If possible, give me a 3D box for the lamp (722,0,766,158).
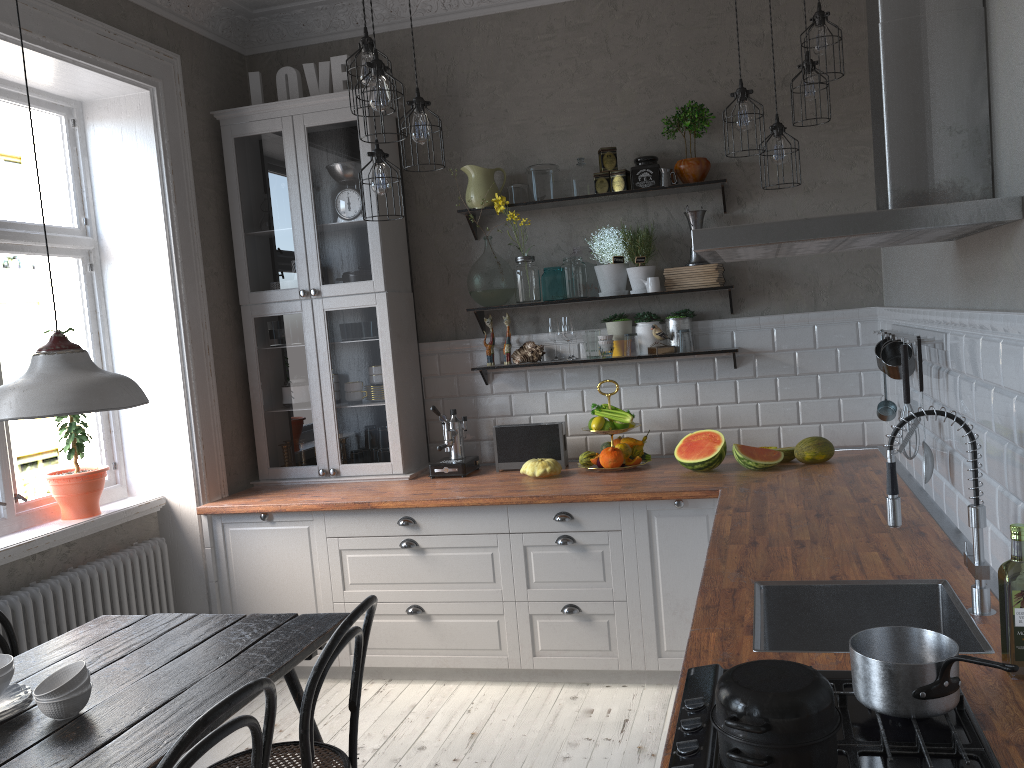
[{"bbox_3d":[0.823,-1.744,3.338,0.150,1.735,0.143,-9,6,-43],"label":"lamp"}]

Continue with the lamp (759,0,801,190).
[{"bbox_3d":[0.993,-1.643,3.446,0.148,1.735,0.145,-6,4,-13],"label":"lamp"}]

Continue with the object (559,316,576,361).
[{"bbox_3d":[0.277,-0.223,4.350,0.082,0.217,0.082,-5,4,1],"label":"object"}]

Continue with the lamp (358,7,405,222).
[{"bbox_3d":[-0.539,-1.462,3.155,0.148,1.735,0.145,-6,4,-18],"label":"lamp"}]

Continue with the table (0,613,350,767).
[{"bbox_3d":[-1.157,1.188,1.967,0.895,0.735,1.939,-4,4,16],"label":"table"}]

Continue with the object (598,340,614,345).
[{"bbox_3d":[0.458,-0.186,4.299,0.076,0.051,0.079,-2,5,34],"label":"object"}]

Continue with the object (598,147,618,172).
[{"bbox_3d":[0.463,-1.077,4.270,0.083,0.113,0.082,-5,4,-5],"label":"object"}]

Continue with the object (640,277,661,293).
[{"bbox_3d":[0.674,-0.473,4.226,0.104,0.071,0.064,-1,6,45],"label":"object"}]

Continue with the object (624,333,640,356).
[{"bbox_3d":[0.584,-0.192,4.325,0.077,0.108,0.078,-4,4,8],"label":"object"}]

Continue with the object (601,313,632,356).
[{"bbox_3d":[0.522,-0.248,4.409,0.157,0.217,0.155,-5,4,-5],"label":"object"}]

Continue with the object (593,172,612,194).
[{"bbox_3d":[0.443,-0.965,4.298,0.082,0.113,0.083,-4,4,15],"label":"object"}]

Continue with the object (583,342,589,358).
[{"bbox_3d":[0.397,-0.172,4.438,0.076,0.083,0.079,-2,5,33],"label":"object"}]

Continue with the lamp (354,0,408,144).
[{"bbox_3d":[-0.487,-1.652,2.793,0.149,1.735,0.144,-7,5,-28],"label":"lamp"}]

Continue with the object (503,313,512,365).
[{"bbox_3d":[-0.019,-0.229,4.502,0.063,0.264,0.052,-8,5,-39],"label":"object"}]

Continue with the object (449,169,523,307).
[{"bbox_3d":[-0.140,-0.724,4.416,0.338,0.674,0.334,-6,4,-17],"label":"object"}]

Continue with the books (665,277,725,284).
[{"bbox_3d":[0.880,-0.496,4.270,0.257,0.016,0.160,-3,4,23],"label":"books"}]

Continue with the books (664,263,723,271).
[{"bbox_3d":[0.875,-0.561,4.266,0.257,0.011,0.160,-3,4,20],"label":"books"}]

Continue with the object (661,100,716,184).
[{"bbox_3d":[0.856,-1.134,4.182,0.255,0.397,0.246,-1,5,39],"label":"object"}]

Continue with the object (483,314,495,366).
[{"bbox_3d":[-0.116,-0.224,4.542,0.054,0.264,0.061,-6,4,-14],"label":"object"}]

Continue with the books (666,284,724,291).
[{"bbox_3d":[0.883,-0.463,4.273,0.258,0.011,0.159,-4,4,17],"label":"books"}]

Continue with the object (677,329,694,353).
[{"bbox_3d":[0.826,-0.207,4.238,0.077,0.108,0.078,-4,4,8],"label":"object"}]

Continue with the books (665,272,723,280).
[{"bbox_3d":[0.878,-0.518,4.269,0.258,0.011,0.159,-4,4,17],"label":"books"}]

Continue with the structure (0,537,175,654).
[{"bbox_3d":[-1.788,0.973,3.590,0.147,0.428,1.234,-4,4,14],"label":"structure"}]

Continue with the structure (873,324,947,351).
[{"bbox_3d":[1.391,-0.170,3.142,0.093,0.053,1.096,-4,4,16],"label":"structure"}]

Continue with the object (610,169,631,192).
[{"bbox_3d":[0.526,-0.970,4.274,0.081,0.113,0.084,-3,4,25],"label":"object"}]

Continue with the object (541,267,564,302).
[{"bbox_3d":[0.212,-0.500,4.455,0.124,0.172,0.127,-3,4,18],"label":"object"}]

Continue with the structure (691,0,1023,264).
[{"bbox_3d":[0.796,-1.159,2.294,0.705,1.596,0.719,-4,4,15],"label":"structure"}]

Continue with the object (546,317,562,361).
[{"bbox_3d":[0.216,-0.226,4.462,0.082,0.217,0.082,-5,4,1],"label":"object"}]

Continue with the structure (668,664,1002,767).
[{"bbox_3d":[0.509,0.574,1.436,0.491,0.031,0.612,-4,4,15],"label":"structure"}]

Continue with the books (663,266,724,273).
[{"bbox_3d":[0.876,-0.550,4.266,0.257,0.016,0.160,-3,4,23],"label":"books"}]

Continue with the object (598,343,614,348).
[{"bbox_3d":[0.459,-0.169,4.300,0.077,0.051,0.077,-4,4,8],"label":"object"}]

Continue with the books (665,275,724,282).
[{"bbox_3d":[0.879,-0.507,4.270,0.257,0.011,0.160,-3,4,20],"label":"books"}]

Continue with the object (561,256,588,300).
[{"bbox_3d":[0.305,-0.516,4.338,0.122,0.206,0.127,-2,5,37],"label":"object"}]

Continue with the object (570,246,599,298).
[{"bbox_3d":[0.366,-0.560,4.477,0.129,0.264,0.133,-3,4,20],"label":"object"}]

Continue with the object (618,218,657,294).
[{"bbox_3d":[0.614,-0.627,4.293,0.187,0.380,0.166,-7,5,-24],"label":"object"}]

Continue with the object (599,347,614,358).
[{"bbox_3d":[0.461,-0.152,4.301,0.077,0.051,0.077,-4,4,8],"label":"object"}]

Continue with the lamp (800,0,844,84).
[{"bbox_3d":[1.113,-2.026,3.314,0.148,1.735,0.145,-6,4,-13],"label":"lamp"}]

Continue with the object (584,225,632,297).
[{"bbox_3d":[0.502,-0.611,4.375,0.240,0.354,0.239,-2,5,33],"label":"object"}]

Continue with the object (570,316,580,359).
[{"bbox_3d":[0.298,-0.231,4.437,0.082,0.217,0.082,-5,4,1],"label":"object"}]

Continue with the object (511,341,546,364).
[{"bbox_3d":[0.080,-0.159,4.459,0.178,0.111,0.095,-5,4,-8],"label":"object"}]

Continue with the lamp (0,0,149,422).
[{"bbox_3d":[-1.193,-0.850,2.150,0.374,1.859,0.385,-3,4,22],"label":"lamp"}]

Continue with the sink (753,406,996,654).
[{"bbox_3d":[0.814,0.416,2.021,0.523,0.720,0.491,-4,4,15],"label":"sink"}]

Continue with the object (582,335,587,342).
[{"bbox_3d":[0.394,-0.205,4.436,0.076,0.083,0.079,-2,5,33],"label":"object"}]

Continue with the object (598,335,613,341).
[{"bbox_3d":[0.456,-0.211,4.297,0.077,0.051,0.077,-5,4,1],"label":"object"}]

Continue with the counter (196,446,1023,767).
[{"bbox_3d":[-0.159,0.558,2.948,3.129,0.039,3.424,-4,4,15],"label":"counter"}]

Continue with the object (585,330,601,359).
[{"bbox_3d":[0.403,-0.195,4.356,0.079,0.139,0.078,-6,4,-12],"label":"object"}]

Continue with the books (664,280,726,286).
[{"bbox_3d":[0.881,-0.486,4.271,0.256,0.016,0.160,-3,4,27],"label":"books"}]

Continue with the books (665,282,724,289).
[{"bbox_3d":[0.882,-0.475,4.272,0.257,0.011,0.160,-3,4,20],"label":"books"}]

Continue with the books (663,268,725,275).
[{"bbox_3d":[0.876,-0.539,4.267,0.256,0.016,0.160,-3,4,27],"label":"books"}]

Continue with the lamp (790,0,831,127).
[{"bbox_3d":[1.131,-1.912,3.498,0.149,1.735,0.144,-8,5,-33],"label":"lamp"}]

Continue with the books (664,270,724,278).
[{"bbox_3d":[0.877,-0.529,4.268,0.257,0.011,0.160,-3,4,20],"label":"books"}]

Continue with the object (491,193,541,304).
[{"bbox_3d":[0.022,-0.663,4.336,0.191,0.540,0.282,-4,4,7],"label":"object"}]

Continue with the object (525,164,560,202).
[{"bbox_3d":[0.155,-0.982,4.374,0.175,0.184,0.168,-8,5,-36],"label":"object"}]

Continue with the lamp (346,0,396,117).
[{"bbox_3d":[-0.547,-1.790,2.961,0.146,1.735,0.147,-5,4,2],"label":"lamp"}]

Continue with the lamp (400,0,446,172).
[{"bbox_3d":[-0.386,-1.631,3.098,0.146,1.735,0.147,-5,4,2],"label":"lamp"}]

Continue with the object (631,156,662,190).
[{"bbox_3d":[0.655,-1.013,4.291,0.140,0.174,0.143,-4,4,15],"label":"object"}]

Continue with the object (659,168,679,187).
[{"bbox_3d":[0.738,-0.972,4.172,0.092,0.096,0.075,-4,4,15],"label":"object"}]

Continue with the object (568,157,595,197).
[{"bbox_3d":[0.351,-1.019,4.421,0.142,0.220,0.137,-7,5,-25],"label":"object"}]
